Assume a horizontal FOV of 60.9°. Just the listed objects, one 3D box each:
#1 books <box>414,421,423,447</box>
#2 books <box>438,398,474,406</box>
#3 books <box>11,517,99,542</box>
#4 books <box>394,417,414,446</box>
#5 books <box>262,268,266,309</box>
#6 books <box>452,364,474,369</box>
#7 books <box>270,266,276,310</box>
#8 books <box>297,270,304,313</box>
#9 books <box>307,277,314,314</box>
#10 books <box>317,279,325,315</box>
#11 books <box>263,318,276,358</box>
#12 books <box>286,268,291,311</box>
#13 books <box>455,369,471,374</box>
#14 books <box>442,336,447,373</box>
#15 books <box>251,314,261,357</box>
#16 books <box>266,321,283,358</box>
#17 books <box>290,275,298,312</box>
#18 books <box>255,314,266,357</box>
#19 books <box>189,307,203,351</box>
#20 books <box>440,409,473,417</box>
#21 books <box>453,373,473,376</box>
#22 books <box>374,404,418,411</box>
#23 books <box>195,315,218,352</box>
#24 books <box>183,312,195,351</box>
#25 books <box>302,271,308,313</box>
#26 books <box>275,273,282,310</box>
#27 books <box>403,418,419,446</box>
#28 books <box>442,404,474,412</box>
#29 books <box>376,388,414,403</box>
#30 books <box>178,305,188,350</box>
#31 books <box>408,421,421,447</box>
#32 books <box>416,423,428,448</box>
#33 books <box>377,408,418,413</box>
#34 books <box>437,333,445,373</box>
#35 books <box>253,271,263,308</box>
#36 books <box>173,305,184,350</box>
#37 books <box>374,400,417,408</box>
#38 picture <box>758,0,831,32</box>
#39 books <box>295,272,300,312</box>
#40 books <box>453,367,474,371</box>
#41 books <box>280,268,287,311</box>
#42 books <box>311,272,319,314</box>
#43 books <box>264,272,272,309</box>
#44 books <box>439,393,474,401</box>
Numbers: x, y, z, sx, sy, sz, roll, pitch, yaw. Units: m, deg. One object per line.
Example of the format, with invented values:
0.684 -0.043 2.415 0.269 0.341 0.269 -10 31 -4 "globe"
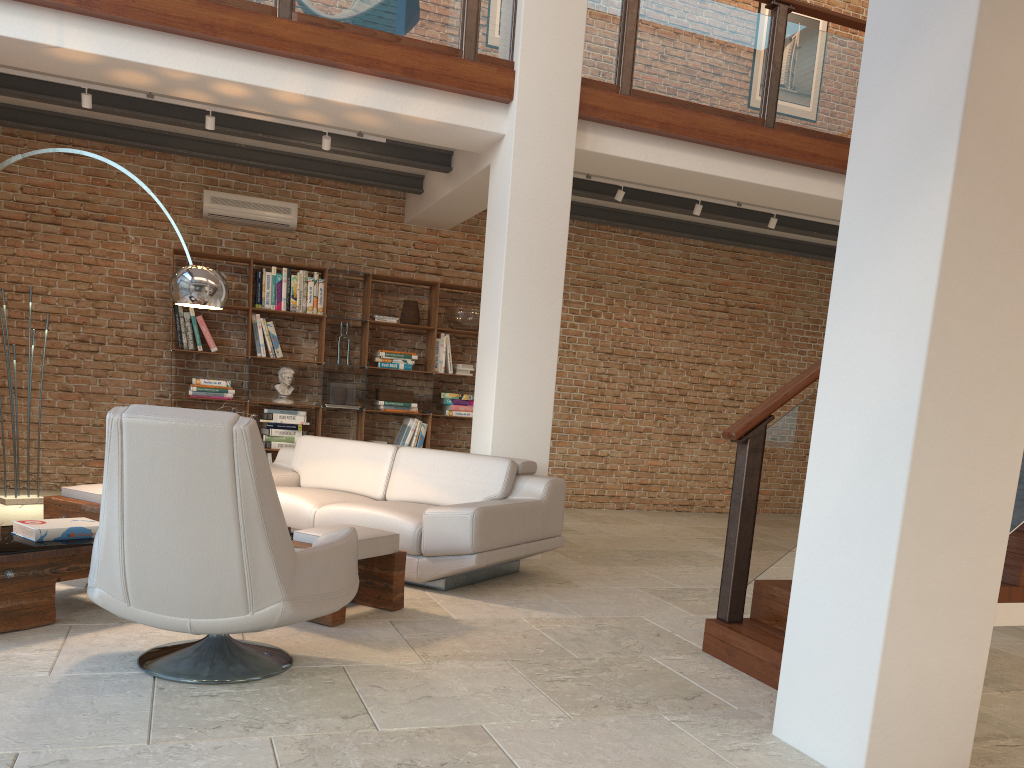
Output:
-0.982 0.537 8.706 0.098 0.361 0.266 1 6 -21 "books"
-0.551 0.185 8.798 0.327 0.056 0.251 5 -1 -21 "books"
-2.052 0.660 3.970 0.252 0.057 0.326 4 -1 40 "books"
-1.091 0.517 8.667 0.163 0.379 0.238 2 7 -21 "books"
-2.281 -0.858 7.971 0.021 0.365 0.266 1 6 -21 "books"
-0.492 -0.176 8.728 0.133 0.034 0.202 5 -1 -31 "books"
-2.196 -0.865 7.987 0.036 0.390 0.238 1 7 -21 "books"
-1.972 -0.845 8.091 0.036 0.390 0.238 1 7 -21 "books"
-1.890 -0.810 8.108 0.056 0.335 0.249 1 6 -21 "books"
-1.807 -0.802 8.162 0.056 0.335 0.249 1 6 -21 "books"
-2.256 -0.417 8.063 0.125 0.355 0.266 1 6 -21 "books"
-2.075 -0.854 8.038 0.036 0.390 0.238 1 7 -21 "books"
-0.496 -0.123 8.736 0.133 0.034 0.203 5 -1 -11 "books"
-0.706 -0.286 8.643 0.021 0.365 0.266 1 6 -21 "books"
-2.362 -0.443 8.024 0.101 0.391 0.238 1 7 -21 "books"
-2.207 -0.404 8.068 0.158 0.335 0.249 2 6 -21 "books"
-2.028 -0.822 8.045 0.056 0.335 0.249 1 6 -21 "books"
-2.319 -0.439 8.016 0.104 0.390 0.238 1 7 -21 "books"
-2.839 -0.486 7.824 0.121 0.388 0.238 1 7 -21 "books"
-0.537 0.300 8.813 0.327 0.056 0.251 5 -1 -18 "books"
-0.495 -0.096 8.757 0.171 0.019 0.233 5 -1 -13 "books"
-1.146 0.233 8.596 0.381 0.037 0.240 5 -1 -25 "books"
-2.763 -0.448 7.883 0.195 0.324 0.249 2 6 -21 "books"
-2.904 -0.468 7.836 0.103 0.340 0.249 1 6 -21 "books"
-1.933 -0.842 8.092 0.036 0.390 0.238 1 7 -21 "books"
-2.159 -0.833 8.022 0.056 0.335 0.249 1 6 -21 "books"
-1.044 0.520 8.660 0.161 0.379 0.238 2 7 -21 "books"
-0.509 0.246 8.813 0.327 0.056 0.251 5 -1 -26 "books"
-1.152 0.116 8.545 0.336 0.121 0.209 5 1 -21 "books"
-2.943 -0.497 7.797 0.091 0.391 0.238 1 7 -21 "books"
-0.998 0.533 8.689 0.098 0.361 0.266 1 6 -21 "books"
-0.937 0.548 8.709 0.116 0.340 0.249 1 6 -21 "books"
-1.131 0.263 8.592 0.357 0.021 0.268 5 -1 -22 "books"
-0.728 -0.301 8.621 0.036 0.390 0.238 1 7 -21 "books"
-2.319 -0.847 7.961 0.056 0.335 0.249 1 6 -21 "books"
-2.975 -0.500 7.776 0.091 0.391 0.238 1 7 -21 "books"
-1.145 0.195 8.553 0.381 0.037 0.240 5 -1 -22 "books"
3.053 -3.591 9.608 0.916 1.219 0.027 2 9 -20 "picture"
-1.996 -0.833 8.070 0.021 0.365 0.266 1 6 -21 "books"
-0.488 -0.149 8.739 0.171 0.019 0.233 5 -1 -18 "books"
-2.106 -0.857 8.016 0.036 0.390 0.238 1 7 -21 "books"
-1.845 -0.834 8.125 0.036 0.390 0.238 1 7 -21 "books"
-2.240 -0.841 7.971 0.056 0.335 0.249 1 6 -21 "books"
-0.562 0.128 8.783 0.327 0.056 0.251 5 -1 -11 "books"
